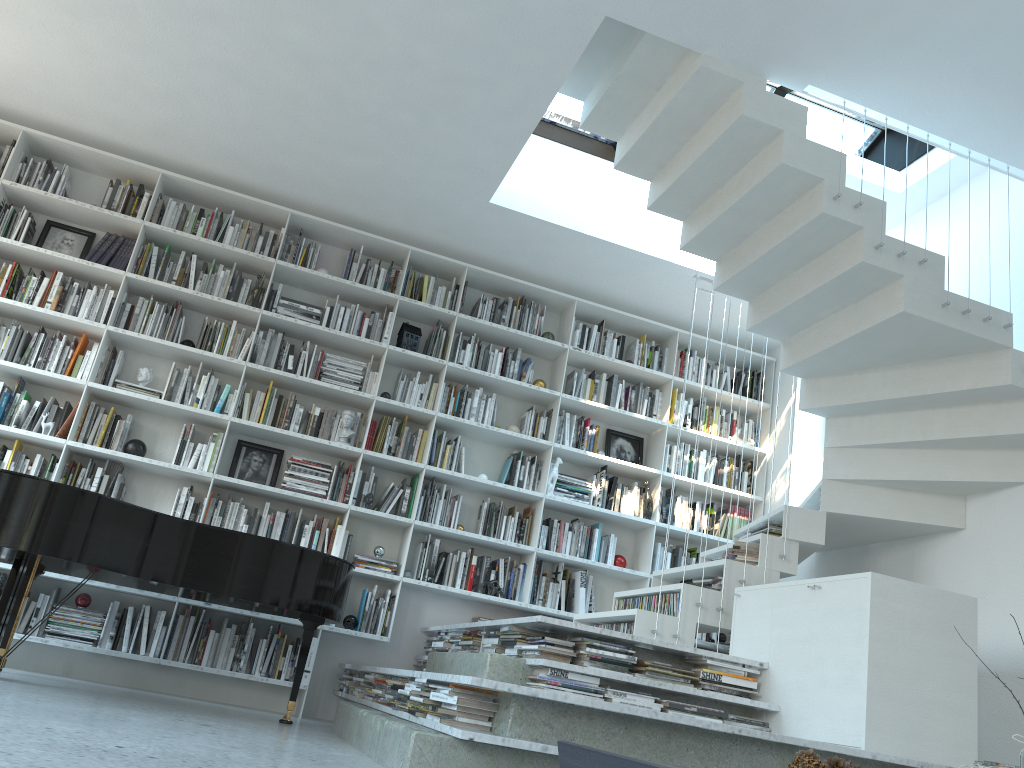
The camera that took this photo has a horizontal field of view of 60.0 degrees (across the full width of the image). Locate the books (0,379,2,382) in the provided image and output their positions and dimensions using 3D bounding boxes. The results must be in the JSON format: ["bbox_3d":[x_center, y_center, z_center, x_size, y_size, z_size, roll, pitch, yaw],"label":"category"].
[{"bbox_3d":[-3.076,0.123,5.262,0.012,0.284,0.160,15,-20,-14],"label":"books"}]

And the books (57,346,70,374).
[{"bbox_3d":[-2.755,-0.110,5.453,0.021,0.220,0.149,15,-20,-14],"label":"books"}]

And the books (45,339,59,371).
[{"bbox_3d":[-2.819,-0.142,5.441,0.011,0.251,0.139,15,-20,-14],"label":"books"}]

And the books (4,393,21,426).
[{"bbox_3d":[-2.977,0.183,5.298,0.031,0.230,0.148,15,-20,-14],"label":"books"}]

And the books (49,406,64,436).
[{"bbox_3d":[-2.739,0.253,5.341,0.027,0.209,0.144,15,-20,-14],"label":"books"}]

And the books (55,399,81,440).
[{"bbox_3d":[-2.652,0.232,5.337,0.082,0.275,0.229,15,-20,-14],"label":"books"}]

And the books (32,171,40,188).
[{"bbox_3d":[-3.045,-1.249,5.682,0.014,0.191,0.146,15,-20,-14],"label":"books"}]

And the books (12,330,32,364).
[{"bbox_3d":[-2.972,-0.185,5.386,0.023,0.241,0.185,15,-20,-14],"label":"books"}]

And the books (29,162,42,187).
[{"bbox_3d":[-3.052,-1.279,5.678,0.016,0.242,0.156,15,-20,-14],"label":"books"}]

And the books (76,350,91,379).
[{"bbox_3d":[-2.642,-0.082,5.477,0.031,0.222,0.145,15,-20,-14],"label":"books"}]

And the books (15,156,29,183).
[{"bbox_3d":[-3.133,-1.307,5.665,0.007,0.258,0.157,15,-20,-14],"label":"books"}]

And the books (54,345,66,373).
[{"bbox_3d":[-2.770,-0.114,5.444,0.012,0.216,0.160,15,-20,-14],"label":"books"}]

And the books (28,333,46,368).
[{"bbox_3d":[-2.897,-0.168,5.418,0.021,0.255,0.156,15,-20,-14],"label":"books"}]

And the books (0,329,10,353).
[{"bbox_3d":[-3.062,-0.204,5.361,0.014,0.229,0.148,15,-20,-14],"label":"books"}]

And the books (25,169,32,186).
[{"bbox_3d":[-3.087,-1.260,5.674,0.017,0.193,0.129,15,-20,-14],"label":"books"}]

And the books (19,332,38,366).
[{"bbox_3d":[-2.943,-0.178,5.413,0.048,0.255,0.142,15,-20,-14],"label":"books"}]

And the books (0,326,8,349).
[{"bbox_3d":[-3.097,-0.213,5.373,0.049,0.242,0.139,15,-20,-14],"label":"books"}]

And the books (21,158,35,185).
[{"bbox_3d":[-3.092,-1.294,5.666,0.012,0.248,0.180,15,-20,-14],"label":"books"}]

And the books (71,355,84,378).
[{"bbox_3d":[-2.674,-0.071,5.463,0.030,0.182,0.152,15,-20,-14],"label":"books"}]

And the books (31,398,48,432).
[{"bbox_3d":[-2.844,0.213,5.330,0.013,0.241,0.141,15,-20,-14],"label":"books"}]

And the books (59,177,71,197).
[{"bbox_3d":[-2.896,-1.215,5.727,0.013,0.209,0.137,15,-20,-14],"label":"books"}]

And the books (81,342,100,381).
[{"bbox_3d":[-2.611,-0.102,5.499,0.027,0.285,0.148,15,-20,-14],"label":"books"}]

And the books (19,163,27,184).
[{"bbox_3d":[-3.118,-1.279,5.662,0.032,0.209,0.158,15,-20,-14],"label":"books"}]

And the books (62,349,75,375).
[{"bbox_3d":[-2.724,-0.097,5.448,0.013,0.202,0.162,15,-20,-14],"label":"books"}]

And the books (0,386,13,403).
[{"bbox_3d":[-3.038,0.151,5.275,0.031,0.254,0.143,15,-20,-14],"label":"books"}]

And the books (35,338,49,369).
[{"bbox_3d":[-2.860,-0.149,5.410,0.013,0.228,0.177,15,-20,-14],"label":"books"}]

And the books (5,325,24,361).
[{"bbox_3d":[-3.020,-0.209,5.385,0.011,0.270,0.158,15,-20,-14],"label":"books"}]

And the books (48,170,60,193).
[{"bbox_3d":[-2.937,-1.237,5.692,0.021,0.213,0.174,15,-20,-14],"label":"books"}]

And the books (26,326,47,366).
[{"bbox_3d":[-2.906,-0.195,5.411,0.013,0.298,0.152,15,-20,-14],"label":"books"}]

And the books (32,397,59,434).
[{"bbox_3d":[-2.804,0.212,5.328,0.060,0.254,0.159,15,-20,-14],"label":"books"}]

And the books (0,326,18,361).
[{"bbox_3d":[-3.031,-0.207,5.362,0.021,0.246,0.189,15,-20,-14],"label":"books"}]

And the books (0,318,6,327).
[{"bbox_3d":[-3.133,-0.247,5.353,0.023,0.280,0.174,15,-20,-14],"label":"books"}]

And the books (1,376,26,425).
[{"bbox_3d":[-2.986,0.128,5.304,0.011,0.334,0.154,15,-20,-14],"label":"books"}]

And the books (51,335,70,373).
[{"bbox_3d":[-2.773,-0.148,5.438,0.015,0.274,0.157,15,-20,-14],"label":"books"}]

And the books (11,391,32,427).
[{"bbox_3d":[-2.927,0.178,5.289,0.011,0.249,0.172,15,-20,-14],"label":"books"}]

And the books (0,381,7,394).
[{"bbox_3d":[-3.060,0.133,5.264,0.024,0.272,0.151,15,-20,-14],"label":"books"}]

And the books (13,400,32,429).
[{"bbox_3d":[-2.910,0.208,5.272,0.029,0.189,0.189,15,-20,-14],"label":"books"}]

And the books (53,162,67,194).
[{"bbox_3d":[-2.923,-1.269,5.728,0.007,0.300,0.146,15,-20,-14],"label":"books"}]

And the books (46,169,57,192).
[{"bbox_3d":[-2.955,-1.243,5.695,0.013,0.219,0.181,15,-20,-14],"label":"books"}]

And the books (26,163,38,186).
[{"bbox_3d":[-3.065,-1.275,5.668,0.013,0.224,0.177,15,-20,-14],"label":"books"}]

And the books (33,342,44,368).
[{"bbox_3d":[-2.882,-0.138,5.415,0.021,0.204,0.130,15,-20,-14],"label":"books"}]

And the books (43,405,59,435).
[{"bbox_3d":[-2.763,0.244,5.325,0.030,0.207,0.173,15,-20,-14],"label":"books"}]

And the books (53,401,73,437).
[{"bbox_3d":[-2.714,0.241,5.356,0.021,0.250,0.154,15,-20,-14],"label":"books"}]

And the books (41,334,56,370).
[{"bbox_3d":[-2.834,-0.160,5.430,0.012,0.271,0.146,15,-20,-14],"label":"books"}]

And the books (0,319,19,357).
[{"bbox_3d":[-3.045,-0.231,5.372,0.011,0.292,0.184,15,-20,-14],"label":"books"}]

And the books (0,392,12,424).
[{"bbox_3d":[-3.005,0.172,5.248,0.029,0.207,0.190,15,-20,-14],"label":"books"}]

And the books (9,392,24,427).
[{"bbox_3d":[-2.949,0.180,5.301,0.022,0.248,0.129,15,-20,-14],"label":"books"}]

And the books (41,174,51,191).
[{"bbox_3d":[-2.989,-1.233,5.685,0.026,0.182,0.162,15,-20,-14],"label":"books"}]

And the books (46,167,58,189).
[{"bbox_3d":[-2.966,-1.259,5.706,0.013,0.252,0.129,15,-20,-14],"label":"books"}]

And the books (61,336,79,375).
[{"bbox_3d":[-2.734,-0.137,5.473,0.015,0.291,0.144,15,-20,-14],"label":"books"}]

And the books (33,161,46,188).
[{"bbox_3d":[-3.022,-1.281,5.685,0.016,0.260,0.154,15,-20,-14],"label":"books"}]

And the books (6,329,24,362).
[{"bbox_3d":[-3.001,-0.194,5.369,0.024,0.236,0.167,15,-20,-14],"label":"books"}]

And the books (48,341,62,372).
[{"bbox_3d":[-2.804,-0.130,5.453,0.028,0.241,0.132,15,-20,-14],"label":"books"}]

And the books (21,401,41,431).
[{"bbox_3d":[-2.878,0.217,5.317,0.056,0.213,0.143,15,-20,-14],"label":"books"}]

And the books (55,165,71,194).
[{"bbox_3d":[-2.917,-1.259,5.740,0.015,0.292,0.131,15,-20,-14],"label":"books"}]

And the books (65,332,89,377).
[{"bbox_3d":[-2.691,-0.147,5.475,0.035,0.324,0.170,15,-20,-14],"label":"books"}]

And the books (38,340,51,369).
[{"bbox_3d":[-2.851,-0.142,5.424,0.013,0.227,0.152,15,-20,-14],"label":"books"}]

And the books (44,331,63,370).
[{"bbox_3d":[-2.826,-0.168,5.452,0.011,0.303,0.130,15,-20,-14],"label":"books"}]

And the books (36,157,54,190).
[{"bbox_3d":[-2.994,-1.288,5.679,0.015,0.278,0.191,15,-20,-14],"label":"books"}]

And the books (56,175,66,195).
[{"bbox_3d":[-2.906,-1.218,5.713,0.014,0.201,0.171,15,-20,-14],"label":"books"}]
